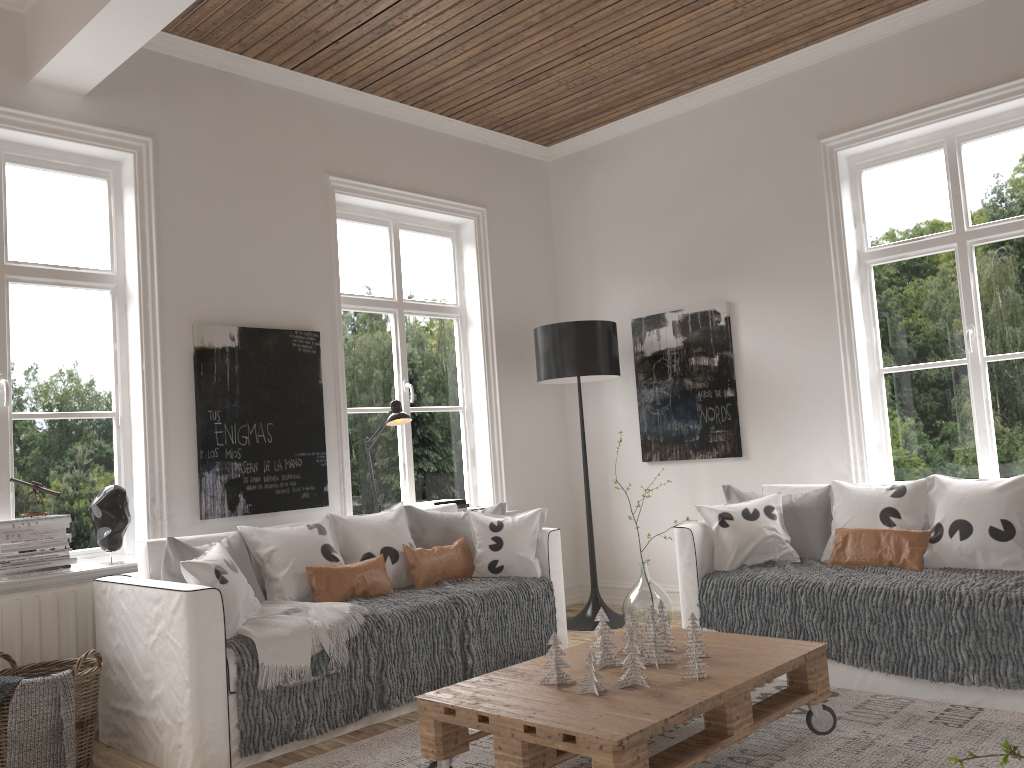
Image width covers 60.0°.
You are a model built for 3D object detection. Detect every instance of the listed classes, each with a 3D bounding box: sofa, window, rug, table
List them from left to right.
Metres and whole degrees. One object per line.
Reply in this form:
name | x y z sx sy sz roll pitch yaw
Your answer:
window | -2.141 -0.118 3.722 0.120 1.872 1.055 -8 -6 44
sofa | -0.706 0.998 3.979 0.866 0.776 1.960 -8 -6 44
window | -0.637 -0.102 5.283 0.120 1.872 1.055 -8 -6 44
table | 0.398 1.074 2.874 0.821 0.300 1.189 -8 -6 44
rug | 0.504 1.209 2.776 2.254 0.003 2.474 -8 -6 44
sofa | 1.738 0.807 3.709 1.960 0.776 0.866 -8 -6 44
window | 2.283 -0.370 4.436 1.055 1.872 0.120 -8 -6 44

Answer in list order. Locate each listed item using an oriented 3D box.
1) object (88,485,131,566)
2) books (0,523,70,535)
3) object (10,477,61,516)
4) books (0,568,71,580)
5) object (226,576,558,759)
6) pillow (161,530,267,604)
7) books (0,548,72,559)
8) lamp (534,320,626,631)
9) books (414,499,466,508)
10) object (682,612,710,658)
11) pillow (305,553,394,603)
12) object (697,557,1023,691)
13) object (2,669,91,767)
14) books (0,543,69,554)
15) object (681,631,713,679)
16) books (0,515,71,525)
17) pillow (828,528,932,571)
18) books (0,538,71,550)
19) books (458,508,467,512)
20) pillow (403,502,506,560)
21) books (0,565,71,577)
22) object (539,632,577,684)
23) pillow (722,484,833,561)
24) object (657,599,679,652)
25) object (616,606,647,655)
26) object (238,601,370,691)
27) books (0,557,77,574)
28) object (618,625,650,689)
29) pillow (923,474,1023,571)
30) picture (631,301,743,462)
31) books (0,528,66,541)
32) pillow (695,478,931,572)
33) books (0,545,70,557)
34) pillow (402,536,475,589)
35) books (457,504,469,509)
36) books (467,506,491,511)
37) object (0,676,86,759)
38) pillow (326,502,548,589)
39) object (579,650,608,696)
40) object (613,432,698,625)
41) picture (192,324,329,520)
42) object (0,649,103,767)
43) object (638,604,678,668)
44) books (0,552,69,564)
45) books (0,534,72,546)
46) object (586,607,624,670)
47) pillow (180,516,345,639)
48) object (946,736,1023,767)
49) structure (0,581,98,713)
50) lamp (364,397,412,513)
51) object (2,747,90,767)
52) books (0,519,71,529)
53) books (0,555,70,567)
object | -1.736 0.607 3.832 0.171 0.340 0.177 -3 -4 -10
books | -1.983 0.590 3.622 0.174 0.021 0.273 -8 -6 44
object | -1.951 0.455 3.633 0.177 0.161 0.092 -5 -5 12
books | -1.960 0.770 3.612 0.161 0.012 0.254 -8 -6 44
object | -0.577 1.128 3.867 0.651 0.423 1.680 -8 -6 44
pillow | -1.217 0.804 3.578 0.282 0.431 0.541 -5 -5 18
books | -1.959 0.691 3.620 0.161 0.013 0.256 -8 -6 44
lamp | 0.440 0.528 5.284 0.499 1.754 0.499 -8 -6 41
books | -0.422 0.700 5.202 0.239 0.028 0.190 0 -6 -44
object | 0.614 0.843 2.990 0.075 0.147 0.075 -3 -5 -14
pillow | -0.703 0.882 3.897 0.414 0.220 0.116 0 -6 -45
object | 1.648 0.910 3.591 1.704 0.390 0.656 -8 -6 44
object | -1.661 1.185 3.136 0.290 0.356 0.349 -3 -5 -17
books | -1.970 0.666 3.616 0.161 0.012 0.254 -8 -6 44
object | 0.561 0.829 2.720 0.073 0.142 0.072 0 -6 -39
books | -1.982 0.554 3.611 0.182 0.016 0.288 -8 -6 44
pillow | 1.550 0.704 3.756 0.127 0.179 0.420 0 -6 -44
books | -1.972 0.652 3.628 0.167 0.017 0.263 -8 -6 44
books | -0.415 0.747 5.195 0.191 0.023 0.242 -8 -6 42
pillow | -0.282 0.813 4.499 0.546 0.437 0.292 -3 -5 -13
books | -1.969 0.756 3.599 0.159 0.012 0.285 -8 -6 44
object | 0.139 0.852 2.763 0.088 0.161 0.093 -1 -6 -37
pillow | 1.282 0.680 4.217 0.541 0.431 0.282 -5 -5 18
object | 0.531 0.845 3.122 0.090 0.176 0.090 -4 -4 6
object | 0.420 0.856 3.086 0.090 0.164 0.095 0 -6 -39
object | -0.900 0.991 3.567 0.588 0.255 0.729 0 -6 -42
books | -1.976 0.738 3.609 0.176 0.025 0.331 -8 -6 44
object | 0.364 0.823 2.698 0.097 0.178 0.103 -4 -4 7
pillow | 2.013 0.555 3.361 0.403 0.450 1.081 -2 -5 -22
picture | 1.044 0.004 5.375 0.680 0.908 0.041 -8 -6 44
books | -2.007 0.615 3.616 0.180 0.028 0.296 -8 -6 44
pillow | 1.361 0.660 4.024 1.020 0.414 0.417 -6 -5 26
books | -1.981 0.679 3.611 0.159 0.012 0.285 -8 -6 44
pillow | -0.335 0.859 4.246 0.117 0.235 0.414 -8 -6 43
books | -0.417 0.726 5.209 0.212 0.023 0.258 -8 -6 44
books | -0.227 0.761 5.403 0.251 0.012 0.202 0 -6 -45
object | -1.718 1.171 3.120 0.303 0.332 0.367 -7 -5 35
pillow | -0.357 0.794 4.314 1.081 0.450 0.403 -2 -5 -22
object | 0.237 0.854 2.639 0.068 0.124 0.072 -6 -5 28
object | 0.814 0.805 4.921 0.515 1.117 0.275 -1 -5 -30
picture | -1.222 0.177 4.362 0.041 0.908 0.680 -8 -6 44
object | -1.676 1.178 3.178 0.393 0.432 0.393 -2 -5 -24
object | 0.467 0.824 2.922 0.113 0.195 0.107 0 -6 -39
books | -1.992 0.708 3.619 0.182 0.016 0.288 -8 -6 44
books | -1.990 0.637 3.632 0.182 0.016 0.288 -8 -6 44
object | 0.304 0.839 2.956 0.112 0.193 0.106 -3 -5 -18
pillow | -1.024 0.797 3.658 0.417 0.414 1.020 -6 -5 26
object | 0.840 0.508 1.107 0.515 1.117 0.275 -5 -4 10
structure | -1.895 1.223 3.469 0.095 0.829 1.223 -8 -6 44
lamp | -0.678 0.428 4.827 0.439 0.703 0.196 -8 -6 44
object | -1.669 1.290 3.174 0.280 0.186 0.291 -6 -5 29
books | -1.985 0.571 3.622 0.182 0.016 0.288 -8 -6 44
books | -1.968 0.720 3.620 0.161 0.013 0.254 -8 -6 44
